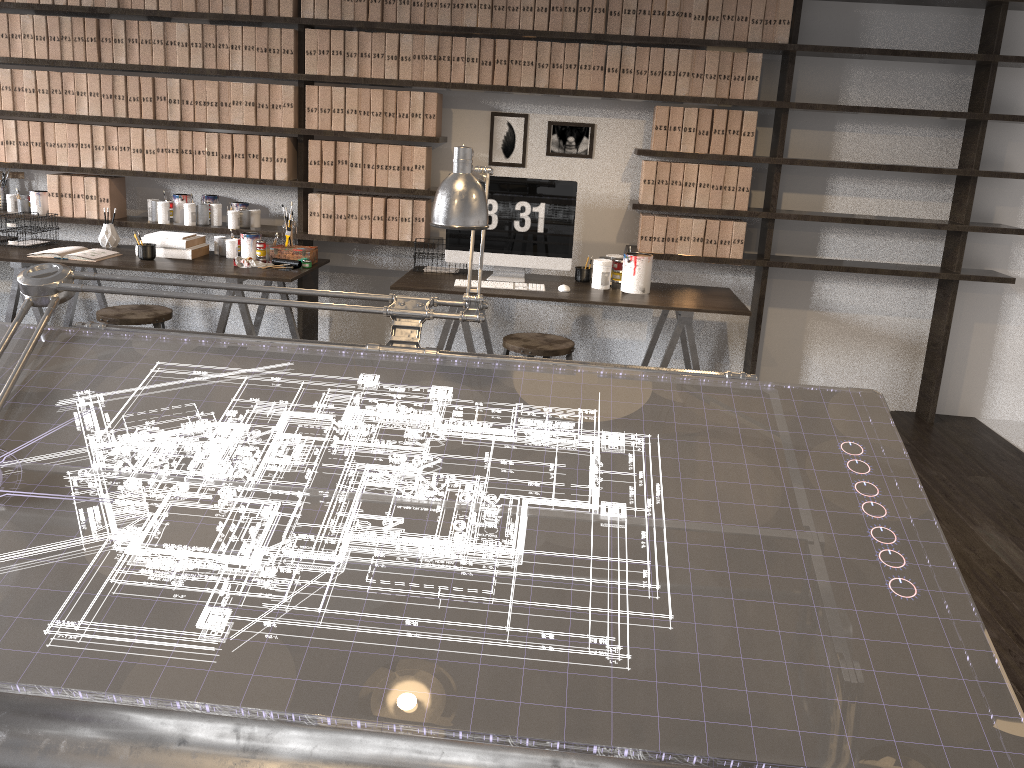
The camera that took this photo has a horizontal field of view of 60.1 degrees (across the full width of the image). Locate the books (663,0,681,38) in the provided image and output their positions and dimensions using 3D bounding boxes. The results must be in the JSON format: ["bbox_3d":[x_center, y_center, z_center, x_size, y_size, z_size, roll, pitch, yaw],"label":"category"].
[{"bbox_3d":[0.794,-1.835,4.428,0.067,0.223,0.177,4,15,4],"label":"books"}]

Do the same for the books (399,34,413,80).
[{"bbox_3d":[-0.531,-1.683,4.579,0.067,0.223,0.177,4,15,4],"label":"books"}]

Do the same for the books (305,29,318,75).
[{"bbox_3d":[-1.018,-1.722,4.612,0.067,0.223,0.177,4,15,3],"label":"books"}]

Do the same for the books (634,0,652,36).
[{"bbox_3d":[0.657,-1.848,4.442,0.067,0.223,0.176,4,15,3],"label":"books"}]

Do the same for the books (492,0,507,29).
[{"bbox_3d":[-0.054,-1.904,4.488,0.067,0.223,0.177,4,15,4],"label":"books"}]

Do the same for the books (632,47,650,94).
[{"bbox_3d":[0.653,-1.589,4.505,0.067,0.223,0.176,4,15,3],"label":"books"}]

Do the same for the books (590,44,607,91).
[{"bbox_3d":[0.439,-1.604,4.512,0.067,0.223,0.177,4,15,3],"label":"books"}]

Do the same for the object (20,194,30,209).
[{"bbox_3d":[-2.726,-1.016,4.973,0.063,0.092,0.064,-6,17,-33],"label":"object"}]

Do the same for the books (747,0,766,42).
[{"bbox_3d":[1.204,-1.803,4.401,0.067,0.223,0.177,4,15,3],"label":"books"}]

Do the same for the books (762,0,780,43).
[{"bbox_3d":[1.271,-1.799,4.401,0.067,0.223,0.177,4,15,4],"label":"books"}]

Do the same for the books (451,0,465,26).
[{"bbox_3d":[-0.259,-1.920,4.501,0.067,0.223,0.177,4,15,4],"label":"books"}]

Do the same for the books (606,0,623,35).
[{"bbox_3d":[0.516,-1.859,4.452,0.067,0.223,0.177,4,15,4],"label":"books"}]

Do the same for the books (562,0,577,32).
[{"bbox_3d":[0.292,-1.876,4.464,0.067,0.223,0.177,4,15,3],"label":"books"}]

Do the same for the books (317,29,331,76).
[{"bbox_3d":[-0.956,-1.715,4.603,0.067,0.223,0.177,4,15,4],"label":"books"}]

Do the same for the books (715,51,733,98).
[{"bbox_3d":[1.061,-1.557,4.477,0.067,0.223,0.177,4,15,3],"label":"books"}]

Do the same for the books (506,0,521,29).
[{"bbox_3d":[0.015,-1.899,4.485,0.067,0.223,0.176,4,15,4],"label":"books"}]

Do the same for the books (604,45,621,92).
[{"bbox_3d":[0.511,-1.599,4.507,0.067,0.223,0.177,4,15,4],"label":"books"}]

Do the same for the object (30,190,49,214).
[{"bbox_3d":[-2.616,-1.004,4.909,0.095,0.126,0.095,6,15,10],"label":"object"}]

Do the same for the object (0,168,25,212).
[{"bbox_3d":[-2.841,-1.106,4.944,0.181,0.268,0.158,0,15,-12],"label":"object"}]

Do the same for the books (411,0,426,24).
[{"bbox_3d":[-0.463,-1.937,4.516,0.067,0.223,0.176,4,15,4],"label":"books"}]

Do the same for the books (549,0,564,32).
[{"bbox_3d":[0.228,-1.880,4.464,0.067,0.223,0.177,4,15,4],"label":"books"}]

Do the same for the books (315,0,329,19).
[{"bbox_3d":[-0.953,-1.974,4.542,0.067,0.223,0.177,4,15,4],"label":"books"}]

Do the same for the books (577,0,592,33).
[{"bbox_3d":[0.367,-1.871,4.462,0.067,0.223,0.177,4,15,4],"label":"books"}]

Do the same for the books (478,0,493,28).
[{"bbox_3d":[-0.124,-1.909,4.489,0.067,0.223,0.177,4,15,3],"label":"books"}]

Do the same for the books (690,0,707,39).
[{"bbox_3d":[0.923,-1.826,4.422,0.067,0.223,0.177,4,15,3],"label":"books"}]

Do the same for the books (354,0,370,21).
[{"bbox_3d":[-0.752,-1.960,4.535,0.067,0.223,0.177,4,15,3],"label":"books"}]

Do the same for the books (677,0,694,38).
[{"bbox_3d":[0.861,-1.831,4.428,0.067,0.223,0.177,4,15,3],"label":"books"}]

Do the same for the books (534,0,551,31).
[{"bbox_3d":[0.156,-1.886,4.469,0.067,0.223,0.177,4,15,3],"label":"books"}]

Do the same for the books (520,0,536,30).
[{"bbox_3d":[0.084,-1.893,4.477,0.067,0.223,0.176,4,15,3],"label":"books"}]

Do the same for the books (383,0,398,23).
[{"bbox_3d":[-0.604,-1.948,4.525,0.067,0.223,0.177,4,15,3],"label":"books"}]

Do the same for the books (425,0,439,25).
[{"bbox_3d":[-0.392,-1.931,4.511,0.067,0.223,0.177,4,15,4],"label":"books"}]

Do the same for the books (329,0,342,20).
[{"bbox_3d":[-0.881,-1.968,4.537,0.067,0.223,0.177,4,15,3],"label":"books"}]

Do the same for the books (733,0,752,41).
[{"bbox_3d":[1.135,-1.810,4.412,0.067,0.223,0.176,4,15,3],"label":"books"}]

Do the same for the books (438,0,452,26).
[{"bbox_3d":[-0.326,-1.924,4.501,0.067,0.223,0.177,4,15,3],"label":"books"}]

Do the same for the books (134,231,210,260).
[{"bbox_3d":[-1.777,-0.728,4.576,0.294,0.146,0.390,4,16,4],"label":"books"}]

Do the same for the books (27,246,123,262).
[{"bbox_3d":[-2.190,-0.657,4.443,0.354,0.029,0.259,5,16,4],"label":"books"}]

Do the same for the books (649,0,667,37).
[{"bbox_3d":[0.727,-1.842,4.438,0.067,0.223,0.177,4,15,3],"label":"books"}]

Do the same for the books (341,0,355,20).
[{"bbox_3d":[-0.818,-1.965,4.537,0.067,0.223,0.177,4,15,4],"label":"books"}]

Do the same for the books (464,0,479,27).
[{"bbox_3d":[-0.196,-1.915,4.495,0.067,0.223,0.177,4,15,4],"label":"books"}]

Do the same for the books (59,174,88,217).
[{"bbox_3d":[-2.413,-1.042,4.892,0.067,0.223,0.177,4,15,4],"label":"books"}]

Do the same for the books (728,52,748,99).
[{"bbox_3d":[1.131,-1.551,4.473,0.067,0.223,0.176,4,15,3],"label":"books"}]

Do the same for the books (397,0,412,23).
[{"bbox_3d":[-0.534,-1.941,4.516,0.067,0.223,0.176,4,15,3],"label":"books"}]

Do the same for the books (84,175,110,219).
[{"bbox_3d":[-2.272,-1.030,4.879,0.067,0.223,0.176,4,15,3],"label":"books"}]

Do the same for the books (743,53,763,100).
[{"bbox_3d":[1.201,-1.544,4.464,0.067,0.223,0.176,4,15,4],"label":"books"}]

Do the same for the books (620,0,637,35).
[{"bbox_3d":[0.586,-1.852,4.443,0.067,0.223,0.176,4,15,4],"label":"books"}]

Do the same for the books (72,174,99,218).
[{"bbox_3d":[-2.343,-1.037,4.888,0.067,0.223,0.176,4,15,4],"label":"books"}]

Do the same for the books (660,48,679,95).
[{"bbox_3d":[0.792,-1.577,4.490,0.067,0.223,0.177,4,15,4],"label":"books"}]

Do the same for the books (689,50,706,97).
[{"bbox_3d":[0.927,-1.567,4.485,0.067,0.223,0.177,4,15,3],"label":"books"}]

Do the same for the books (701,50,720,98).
[{"bbox_3d":[0.993,-1.560,4.476,0.067,0.223,0.177,4,15,4],"label":"books"}]

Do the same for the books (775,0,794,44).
[{"bbox_3d":[1.333,-1.793,4.395,0.067,0.223,0.177,4,15,4],"label":"books"}]

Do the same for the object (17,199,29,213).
[{"bbox_3d":[-2.685,-1.005,4.955,0.062,0.092,0.183,8,16,17],"label":"object"}]

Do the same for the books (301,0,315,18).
[{"bbox_3d":[-1.025,-1.981,4.550,0.067,0.223,0.176,4,15,4],"label":"books"}]

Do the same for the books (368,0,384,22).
[{"bbox_3d":[-0.679,-1.953,4.525,0.067,0.223,0.177,4,15,4],"label":"books"}]

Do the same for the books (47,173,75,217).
[{"bbox_3d":[-2.481,-1.046,4.891,0.067,0.223,0.177,4,15,3],"label":"books"}]

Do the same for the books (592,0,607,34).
[{"bbox_3d":[0.441,-1.864,4.452,0.067,0.223,0.177,4,15,3],"label":"books"}]

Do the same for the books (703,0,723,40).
[{"bbox_3d":[0.995,-1.820,4.416,0.067,0.223,0.177,4,15,4],"label":"books"}]

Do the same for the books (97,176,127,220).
[{"bbox_3d":[-2.201,-1.026,4.879,0.067,0.223,0.177,4,15,3],"label":"books"}]

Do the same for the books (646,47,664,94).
[{"bbox_3d":[0.722,-1.583,4.499,0.067,0.223,0.177,4,15,3],"label":"books"}]

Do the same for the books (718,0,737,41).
[{"bbox_3d":[1.065,-1.815,4.415,0.067,0.223,0.177,4,15,3],"label":"books"}]
